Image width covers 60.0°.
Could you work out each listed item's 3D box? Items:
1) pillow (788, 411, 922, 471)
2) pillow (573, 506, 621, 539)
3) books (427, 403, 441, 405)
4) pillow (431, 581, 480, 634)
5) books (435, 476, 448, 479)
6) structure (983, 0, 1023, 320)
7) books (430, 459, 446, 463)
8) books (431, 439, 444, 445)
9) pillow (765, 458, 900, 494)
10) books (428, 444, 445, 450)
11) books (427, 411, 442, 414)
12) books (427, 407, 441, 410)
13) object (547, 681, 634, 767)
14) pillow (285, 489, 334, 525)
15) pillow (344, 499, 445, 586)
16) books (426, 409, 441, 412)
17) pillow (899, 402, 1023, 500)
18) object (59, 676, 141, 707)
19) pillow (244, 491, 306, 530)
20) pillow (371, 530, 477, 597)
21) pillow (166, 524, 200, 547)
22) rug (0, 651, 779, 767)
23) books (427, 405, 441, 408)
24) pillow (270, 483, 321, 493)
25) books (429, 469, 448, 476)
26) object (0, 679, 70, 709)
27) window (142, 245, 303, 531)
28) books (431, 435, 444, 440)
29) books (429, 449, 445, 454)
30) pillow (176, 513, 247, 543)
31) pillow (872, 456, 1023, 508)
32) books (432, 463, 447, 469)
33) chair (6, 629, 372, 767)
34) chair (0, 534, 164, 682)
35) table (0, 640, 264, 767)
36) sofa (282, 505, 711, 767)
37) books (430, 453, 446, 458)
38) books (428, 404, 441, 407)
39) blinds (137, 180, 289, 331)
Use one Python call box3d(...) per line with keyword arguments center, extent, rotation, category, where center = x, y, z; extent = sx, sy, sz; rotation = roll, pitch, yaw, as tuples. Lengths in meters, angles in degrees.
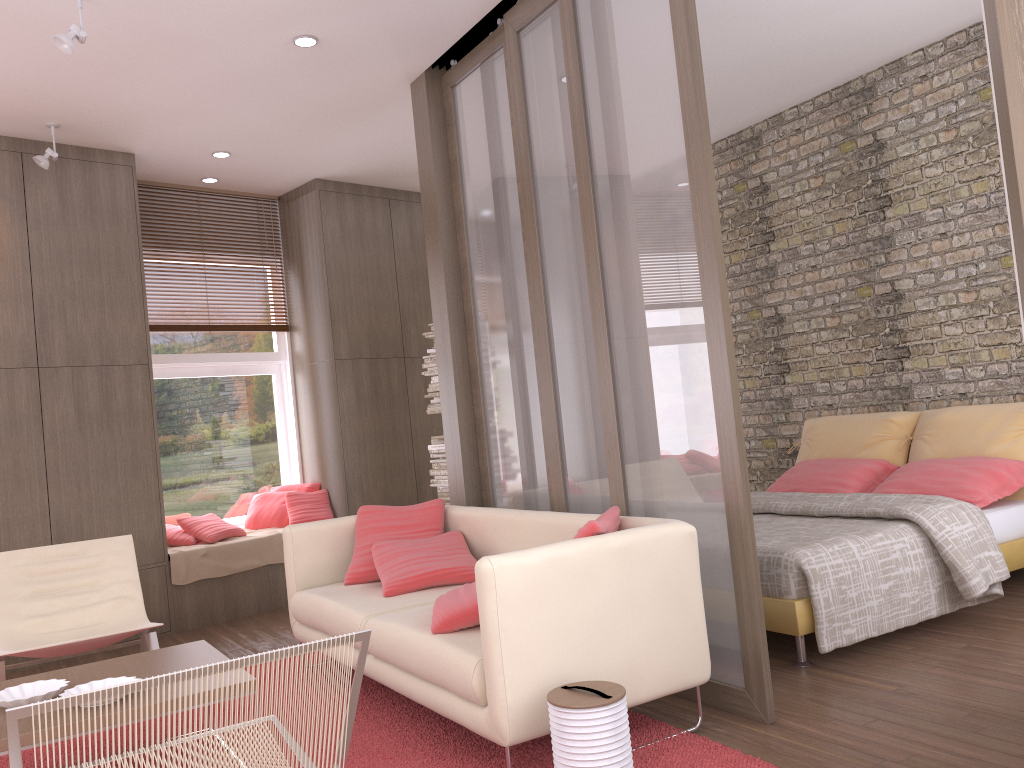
box3d(center=(2.269, 0.474, 5.964), extent=(0.355, 0.527, 1.019), rotation=(-4, -3, -31), category="pillow")
box3d(center=(0.218, 0.678, 3.322), extent=(0.379, 0.377, 0.498), rotation=(-7, -3, 19), category="pillow")
box3d(center=(-0.367, 0.126, 6.478), extent=(0.395, 0.007, 0.308), rotation=(-7, -3, 34), category="books")
box3d(center=(-0.079, 0.795, 3.405), extent=(0.467, 0.224, 0.507), rotation=(-6, -2, -4), category="pillow")
box3d(center=(-0.243, 0.649, 6.375), extent=(0.423, 0.025, 0.566), rotation=(-4, -3, -31), category="books")
box3d(center=(0.947, -0.318, 1.180), extent=(0.845, 2.881, 2.039), rotation=(-7, -3, 19), category="structure")
box3d(center=(-0.305, 0.539, 6.436), extent=(0.399, 0.020, 0.510), rotation=(-4, -3, -31), category="books")
box3d(center=(-0.287, 0.392, 6.422), extent=(0.518, 0.038, 0.341), rotation=(-8, -3, 44), category="books")
box3d(center=(1.993, 0.628, 5.725), extent=(0.538, 0.264, 0.831), rotation=(-4, -3, -31), category="pillow")
box3d(center=(-0.319, 0.436, 6.440), extent=(0.469, 0.038, 0.364), rotation=(-8, -3, 44), category="books")
box3d(center=(-0.352, 0.187, 6.432), extent=(0.469, 0.015, 0.267), rotation=(-7, -3, 34), category="books")
box3d(center=(-0.358, 0.159, 6.456), extent=(0.432, 0.013, 0.288), rotation=(-7, -3, 34), category="books")
box3d(center=(0.239, 1.085, 2.659), extent=(0.239, 0.341, 0.239), rotation=(-6, -2, 1), category="object")
box3d(center=(-1.576, 0.966, 6.886), extent=(0.357, 0.278, 0.264), rotation=(-5, -3, -23), category="pillow")
box3d(center=(-0.600, 0.816, 4.600), extent=(0.498, 0.377, 0.379), rotation=(-6, -2, 4), category="pillow")
box3d(center=(-0.364, 0.174, 6.461), extent=(0.444, 0.015, 0.279), rotation=(-7, -3, 34), category="books")
box3d(center=(2.718, 0.404, 5.194), extent=(0.366, 0.557, 1.021), rotation=(-4, -3, -31), category="pillow")
box3d(center=(-1.362, 1.027, 2.938), extent=(0.249, 0.043, 0.251), rotation=(-5, -3, -19), category="object")
box3d(center=(-1.871, 0.988, 6.949), extent=(0.485, 0.279, 0.270), rotation=(-6, -2, 5), category="pillow")
box3d(center=(-0.421, 0.869, 4.308), extent=(0.507, 0.224, 0.467), rotation=(-5, -3, -19), category="pillow")
box3d(center=(-2.411, 1.089, 6.398), extent=(0.373, 0.150, 0.397), rotation=(-6, -2, 3), category="pillow")
box3d(center=(-1.329, 1.442, 3.175), extent=(3.344, 0.016, 2.938), rotation=(-4, -3, -31), category="rug")
box3d(center=(-0.350, 0.145, 6.443), extent=(0.446, 0.012, 0.291), rotation=(-7, -3, 34), category="books")
box3d(center=(-1.761, 0.974, 7.088), extent=(0.484, 0.334, 0.193), rotation=(-6, -3, 9), category="pillow")
box3d(center=(-0.301, 0.620, 6.435), extent=(0.410, 0.046, 0.522), rotation=(-4, -3, -31), category="books")
box3d(center=(-1.635, 1.058, 3.003), extent=(0.249, 0.043, 0.251), rotation=(-7, -3, 29), category="object")
box3d(center=(-2.365, 0.060, 6.931), extent=(1.407, 2.229, 0.160), rotation=(-3, -3, -44), category="window")
box3d(center=(-0.307, 0.366, 6.453), extent=(0.450, 0.022, 0.364), rotation=(-7, -3, 19), category="books")
box3d(center=(-0.324, 0.467, 6.416), extent=(0.442, 0.025, 0.346), rotation=(-8, -3, 44), category="books")
box3d(center=(-2.184, 1.042, 6.441), extent=(0.354, 0.200, 0.403), rotation=(-7, -3, 23), category="pillow")
box3d(center=(2.424, 0.559, 5.006), extent=(0.540, 0.261, 0.834), rotation=(-4, -3, -31), category="pillow")
box3d(center=(-0.271, 0.569, 6.431), extent=(0.421, 0.046, 0.542), rotation=(-4, -3, -31), category="books")
box3d(center=(-0.770, 0.960, 2.065), extent=(0.739, 0.762, 0.853), rotation=(-4, -3, -31), category="chair")
box3d(center=(-2.173, 1.205, 4.411), extent=(0.739, 0.767, 0.860), rotation=(-4, -3, -31), category="chair")
box3d(center=(-1.426, 1.255, 3.149), extent=(0.850, 0.378, 0.850), rotation=(-4, -3, -31), category="table")
box3d(center=(-0.236, 0.984, 3.892), extent=(0.919, 0.751, 2.204), rotation=(-4, -3, -31), category="sofa")
box3d(center=(-0.300, 0.495, 6.443), extent=(0.469, 0.028, 0.368), rotation=(-8, -3, 44), category="books")
box3d(center=(-0.354, 0.133, 6.456), extent=(0.412, 0.011, 0.308), rotation=(-7, -3, 34), category="books")
box3d(center=(-2.398, -0.973, 6.906), extent=(1.373, 1.138, 0.042), rotation=(-3, -3, -44), category="blinds")
